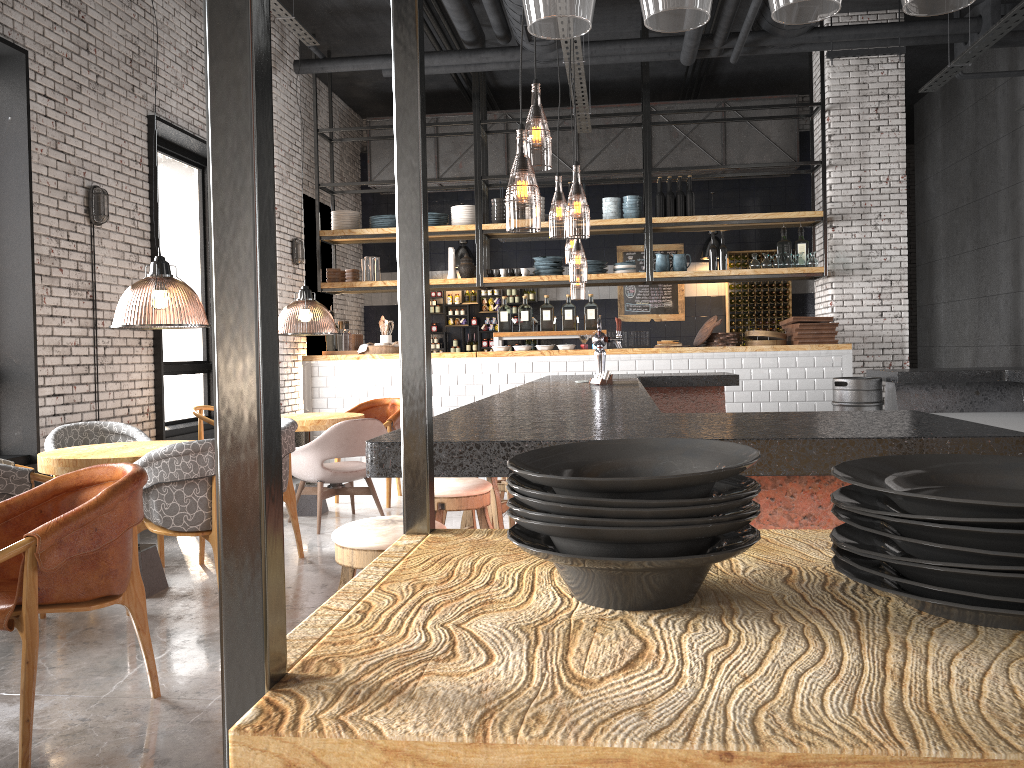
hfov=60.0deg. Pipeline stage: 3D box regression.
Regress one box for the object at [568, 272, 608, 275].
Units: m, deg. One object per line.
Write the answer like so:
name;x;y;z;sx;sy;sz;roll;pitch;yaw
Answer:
object;0.871;-1.244;10.136;0.454;0.033;0.454;-2;2;-11

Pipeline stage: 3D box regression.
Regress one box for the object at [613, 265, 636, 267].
object;1.280;-1.330;10.085;0.263;0.029;0.263;-2;2;-17

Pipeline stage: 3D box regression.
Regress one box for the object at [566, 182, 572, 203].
object;0.666;-2.059;10.098;0.098;0.471;0.098;-1;1;29

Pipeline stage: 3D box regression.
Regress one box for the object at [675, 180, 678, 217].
object;1.892;-2.076;10.011;0.098;0.458;0.098;-1;1;-16

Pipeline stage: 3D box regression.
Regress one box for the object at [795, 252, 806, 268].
object;3.163;-1.355;9.735;0.118;0.181;0.118;-1;1;-10

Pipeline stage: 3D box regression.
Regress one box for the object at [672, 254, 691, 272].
object;1.898;-1.360;9.995;0.166;0.230;0.198;-2;1;-23

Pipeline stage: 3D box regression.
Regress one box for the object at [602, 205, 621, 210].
object;1.133;-1.993;10.089;0.210;0.078;0.210;0;2;29

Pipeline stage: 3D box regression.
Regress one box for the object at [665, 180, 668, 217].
object;1.781;-2.074;10.025;0.098;0.458;0.098;-1;1;29

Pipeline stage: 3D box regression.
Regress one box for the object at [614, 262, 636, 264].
object;1.279;-1.359;10.085;0.265;0.037;0.265;-1;2;2

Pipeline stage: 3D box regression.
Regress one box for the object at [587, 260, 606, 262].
object;0.870;-1.388;10.132;0.453;0.062;0.454;0;2;22

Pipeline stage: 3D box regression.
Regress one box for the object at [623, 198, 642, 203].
object;1.368;-2.042;10.038;0.218;0.096;0.219;-2;2;-9

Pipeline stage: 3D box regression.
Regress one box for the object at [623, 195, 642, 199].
object;1.362;-2.074;10.040;0.218;0.091;0.218;0;2;24

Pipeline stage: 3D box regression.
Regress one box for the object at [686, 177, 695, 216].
object;1.983;-2.073;9.864;0.098;0.458;0.098;-1;1;-16

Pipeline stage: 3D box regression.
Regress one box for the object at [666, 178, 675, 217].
object;1.765;-2.069;9.890;0.098;0.458;0.098;-1;1;29

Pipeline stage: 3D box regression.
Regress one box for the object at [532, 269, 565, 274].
object;0.422;-1.274;10.192;0.373;0.067;0.372;-2;2;-12

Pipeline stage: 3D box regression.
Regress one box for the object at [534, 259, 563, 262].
object;0.420;-1.398;10.187;0.335;0.036;0.335;-1;2;-4

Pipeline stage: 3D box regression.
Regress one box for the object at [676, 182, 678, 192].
object;1.908;-2.081;10.146;0.098;0.458;0.098;-1;1;-16

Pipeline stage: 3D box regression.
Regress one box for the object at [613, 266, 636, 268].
object;1.280;-1.319;10.085;0.263;0.028;0.263;0;2;34

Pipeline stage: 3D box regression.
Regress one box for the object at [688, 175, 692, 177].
object;1.978;-2.299;9.861;0.046;0.031;0.046;-1;2;-1

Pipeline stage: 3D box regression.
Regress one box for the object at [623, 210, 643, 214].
object;1.369;-1.914;10.039;0.218;0.093;0.219;-2;2;-10

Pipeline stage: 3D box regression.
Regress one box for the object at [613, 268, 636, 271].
object;1.280;-1.294;10.086;0.265;0.038;0.265;0;2;29

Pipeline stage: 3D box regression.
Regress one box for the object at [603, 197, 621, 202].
object;1.136;-2.079;10.087;0.210;0.074;0.210;-1;2;12

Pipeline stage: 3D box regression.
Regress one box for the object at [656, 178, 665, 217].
object;1.658;-2.067;9.903;0.098;0.458;0.098;-1;1;29

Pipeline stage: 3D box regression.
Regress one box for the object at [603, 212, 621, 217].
object;1.137;-1.906;10.091;0.210;0.069;0.210;-2;2;-27

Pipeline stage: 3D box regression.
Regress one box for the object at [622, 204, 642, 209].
object;1.359;-1.977;10.041;0.218;0.092;0.219;0;3;43

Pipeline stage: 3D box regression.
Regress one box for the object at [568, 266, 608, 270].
object;0.868;-1.317;10.133;0.453;0.062;0.454;-3;3;-39

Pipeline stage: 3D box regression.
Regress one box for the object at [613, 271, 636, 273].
object;1.281;-1.266;10.085;0.263;0.038;0.263;0;2;22

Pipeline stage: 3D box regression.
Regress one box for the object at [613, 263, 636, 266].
object;1.280;-1.348;10.085;0.265;0.034;0.265;-1;2;20

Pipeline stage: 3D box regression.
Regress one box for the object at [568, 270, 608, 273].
object;0.870;-1.268;10.135;0.454;0.042;0.454;-2;2;-18

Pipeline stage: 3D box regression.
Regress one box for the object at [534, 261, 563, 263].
object;0.420;-1.383;10.187;0.335;0.035;0.335;-2;2;-18

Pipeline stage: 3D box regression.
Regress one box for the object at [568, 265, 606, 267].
object;0.870;-1.341;10.132;0.454;0.065;0.452;-2;2;-30

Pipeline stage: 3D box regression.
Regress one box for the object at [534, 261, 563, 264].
object;0.421;-1.372;10.189;0.335;0.052;0.334;0;2;24

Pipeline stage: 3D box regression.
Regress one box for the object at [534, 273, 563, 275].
object;0.423;-1.252;10.188;0.335;0.046;0.334;-2;2;-8

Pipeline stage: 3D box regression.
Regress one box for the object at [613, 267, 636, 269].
object;1.281;-1.308;10.085;0.263;0.032;0.263;-3;2;-35

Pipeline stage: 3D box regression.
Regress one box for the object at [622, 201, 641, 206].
object;1.359;-2.010;10.041;0.219;0.092;0.218;-3;3;-42

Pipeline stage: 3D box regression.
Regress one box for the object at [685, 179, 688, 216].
object;1.999;-2.078;9.998;0.098;0.458;0.098;-1;1;-16

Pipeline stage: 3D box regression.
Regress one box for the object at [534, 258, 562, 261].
object;0.421;-1.412;10.187;0.334;0.048;0.335;-1;2;-6

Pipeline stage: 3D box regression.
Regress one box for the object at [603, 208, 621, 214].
object;1.139;-1.950;10.094;0.210;0.074;0.210;-2;2;-18

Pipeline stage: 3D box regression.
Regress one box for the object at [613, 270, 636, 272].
object;1.280;-1.276;10.085;0.263;0.037;0.263;-2;2;-20

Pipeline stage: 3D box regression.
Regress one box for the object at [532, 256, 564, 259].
object;0.419;-1.432;10.186;0.373;0.050;0.373;0;2;29

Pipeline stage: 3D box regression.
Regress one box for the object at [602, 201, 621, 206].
object;1.135;-2.036;10.086;0.210;0.076;0.210;-2;2;-19

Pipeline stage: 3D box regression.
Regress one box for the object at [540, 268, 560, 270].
object;0.421;-1.291;10.190;0.334;0.051;0.335;0;3;37

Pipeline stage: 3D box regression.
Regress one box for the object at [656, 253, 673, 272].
object;1.723;-1.358;10.028;0.198;0.230;0.166;-1;1;13

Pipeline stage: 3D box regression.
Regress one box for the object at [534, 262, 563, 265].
object;0.422;-1.356;10.189;0.334;0.052;0.335;-3;3;-45

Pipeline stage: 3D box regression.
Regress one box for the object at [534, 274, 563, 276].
object;0.423;-1.238;10.189;0.335;0.033;0.335;-2;2;-24

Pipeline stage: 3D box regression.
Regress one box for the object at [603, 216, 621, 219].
object;1.140;-1.863;10.092;0.210;0.065;0.210;0;2;25

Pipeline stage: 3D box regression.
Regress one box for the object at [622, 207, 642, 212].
object;1.359;-1.945;10.038;0.218;0.092;0.219;-1;2;-3

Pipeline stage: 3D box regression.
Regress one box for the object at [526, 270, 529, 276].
object;0.161;-1.265;10.235;0.072;0.097;0.072;-1;1;6

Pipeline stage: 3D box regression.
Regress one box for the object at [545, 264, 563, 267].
object;0.421;-1.342;10.188;0.334;0.039;0.335;-1;2;6

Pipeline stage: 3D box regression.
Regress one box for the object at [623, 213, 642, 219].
object;1.364;-1.880;10.039;0.219;0.085;0.219;-2;2;-24

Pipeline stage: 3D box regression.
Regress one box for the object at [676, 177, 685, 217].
object;1.876;-2.071;9.877;0.098;0.458;0.098;-1;1;-16

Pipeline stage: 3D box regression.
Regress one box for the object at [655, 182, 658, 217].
object;1.690;-2.084;10.172;0.098;0.471;0.098;-1;1;29

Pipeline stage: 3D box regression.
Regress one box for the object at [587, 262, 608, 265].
object;0.868;-1.363;10.133;0.454;0.048;0.454;0;2;34

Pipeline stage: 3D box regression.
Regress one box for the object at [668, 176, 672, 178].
object;1.760;-2.295;9.887;0.046;0.031;0.046;-2;2;-15

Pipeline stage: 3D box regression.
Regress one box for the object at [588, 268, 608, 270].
object;0.872;-1.293;10.134;0.453;0.050;0.454;0;2;27

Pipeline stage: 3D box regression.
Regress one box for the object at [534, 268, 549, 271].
object;0.421;-1.303;10.188;0.334;0.045;0.335;-1;2;3

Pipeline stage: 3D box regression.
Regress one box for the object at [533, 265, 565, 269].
object;0.425;-1.326;10.187;0.371;0.071;0.373;-1;2;19

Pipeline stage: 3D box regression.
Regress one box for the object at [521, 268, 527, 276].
object;0.133;-1.256;10.002;0.072;0.097;0.072;0;2;39
